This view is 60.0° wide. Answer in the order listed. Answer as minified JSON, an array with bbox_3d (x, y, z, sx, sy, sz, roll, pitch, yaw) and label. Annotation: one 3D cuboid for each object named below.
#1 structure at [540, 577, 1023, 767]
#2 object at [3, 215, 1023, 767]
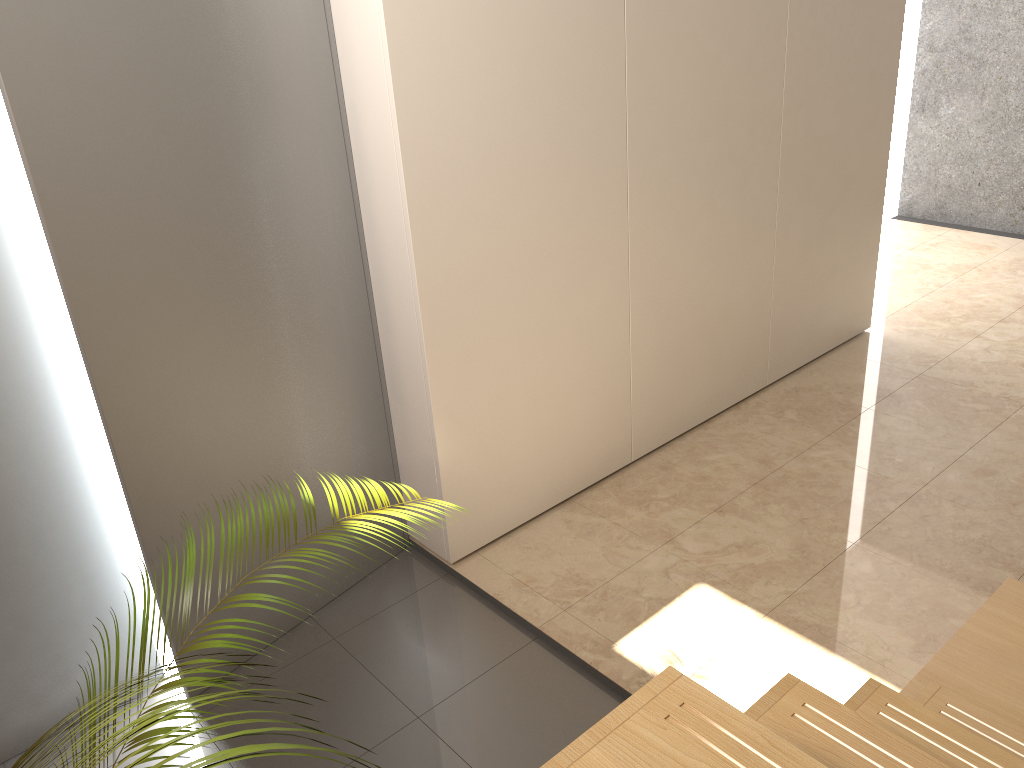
[{"bbox_3d":[0.927,0.831,0.652,2.400,1.110,1.950,-24,31,-35],"label":"structure"},{"bbox_3d":[1.599,0.006,2.268,6.200,1.455,4.200,-24,31,-35],"label":"object"}]
